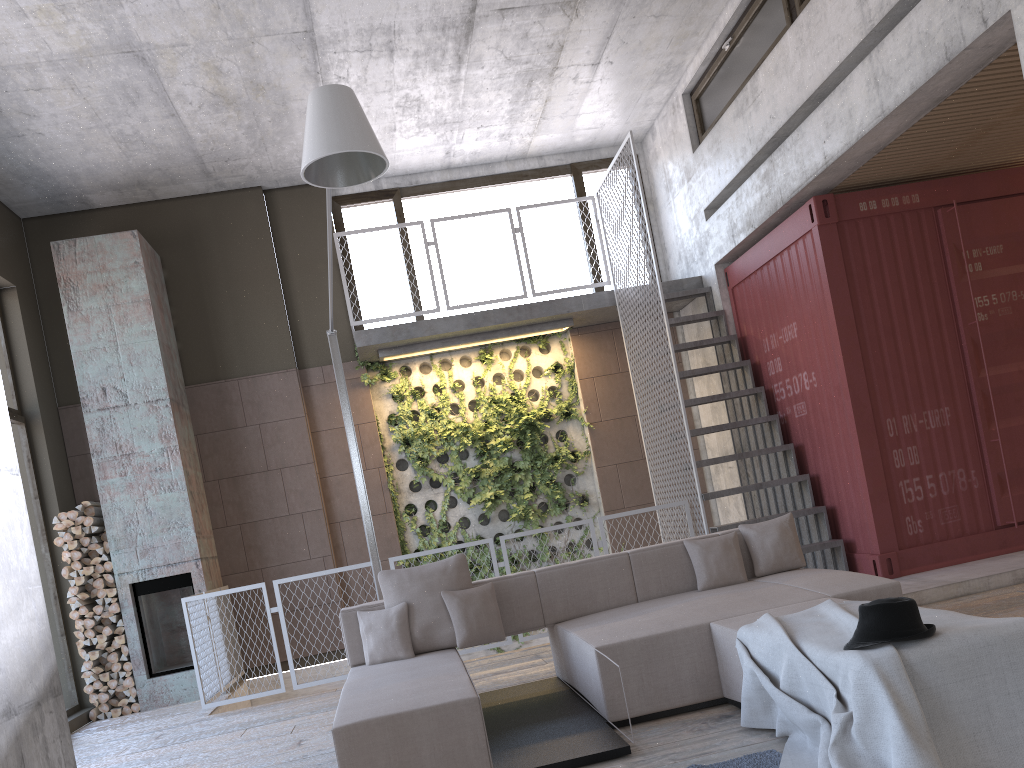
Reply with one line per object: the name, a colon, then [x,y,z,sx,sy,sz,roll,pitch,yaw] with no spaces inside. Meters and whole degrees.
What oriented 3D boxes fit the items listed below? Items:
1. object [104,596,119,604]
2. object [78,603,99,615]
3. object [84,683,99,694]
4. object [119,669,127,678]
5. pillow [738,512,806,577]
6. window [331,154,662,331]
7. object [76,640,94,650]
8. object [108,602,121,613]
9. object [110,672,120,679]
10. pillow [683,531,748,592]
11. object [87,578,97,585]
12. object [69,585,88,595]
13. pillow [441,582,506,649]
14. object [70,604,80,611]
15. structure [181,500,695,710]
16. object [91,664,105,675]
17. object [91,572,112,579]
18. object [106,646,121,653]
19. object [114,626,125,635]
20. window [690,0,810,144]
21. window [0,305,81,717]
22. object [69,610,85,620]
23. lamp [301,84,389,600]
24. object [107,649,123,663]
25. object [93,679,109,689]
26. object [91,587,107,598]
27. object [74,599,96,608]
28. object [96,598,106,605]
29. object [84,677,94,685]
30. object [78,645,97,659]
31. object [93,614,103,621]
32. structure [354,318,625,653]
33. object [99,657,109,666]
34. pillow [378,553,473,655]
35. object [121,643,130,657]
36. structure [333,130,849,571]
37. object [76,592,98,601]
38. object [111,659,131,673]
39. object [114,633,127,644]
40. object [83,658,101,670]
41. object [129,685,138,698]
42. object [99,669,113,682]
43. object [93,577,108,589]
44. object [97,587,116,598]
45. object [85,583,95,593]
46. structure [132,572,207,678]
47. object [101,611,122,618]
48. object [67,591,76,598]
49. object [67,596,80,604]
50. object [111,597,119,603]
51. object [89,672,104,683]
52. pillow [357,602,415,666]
object: [-3.848,2.087,8.519,0.067,0.066,0.428,-10,-8,-8]
object: [-4.076,2.175,8.504,0.090,0.088,0.461,-10,-8,-8]
object: [-4.020,2.919,8.490,0.091,0.091,0.443,-10,-8,-8]
object: [-3.713,2.788,8.520,0.067,0.066,0.428,-10,-8,-8]
pillow: [1.692,1.043,5.682,0.362,0.365,0.189,-11,-2,-3]
window: [-0.127,-1.491,9.961,3.553,1.744,0.110,-10,0,-8]
object: [-4.106,2.495,8.498,0.079,0.106,0.442,-10,-8,-9]
object: [-3.778,2.140,8.418,0.100,0.102,0.297,-10,-7,-10]
object: [-3.792,2.804,8.510,0.067,0.066,0.428,-10,-8,-8]
pillow: [1.318,1.141,5.611,0.369,0.357,0.188,-10,-2,-8]
object: [-4.016,1.898,8.489,0.064,0.074,0.364,-10,-8,-7]
object: [-4.138,1.979,8.465,0.090,0.088,0.461,-10,-8,-7]
pillow: [-0.219,1.394,5.284,0.372,0.370,0.172,-8,-3,-35]
object: [-4.144,2.145,8.475,0.066,0.084,0.430,-11,-8,-7]
structure: [-0.621,2.029,8.492,4.411,0.929,1.952,-10,-7,-8]
object: [-3.949,2.750,8.513,0.114,0.079,0.441,-10,-8,-8]
object: [-3.961,1.845,8.472,0.088,0.056,0.337,-10,-8,-8]
object: [-3.826,2.546,8.473,0.088,0.056,0.337,-10,-8,-8]
object: [-3.757,2.385,8.546,0.114,0.079,0.441,-10,-8,-10]
window: [2.381,-3.343,4.638,0.113,0.602,8.555,-11,-8,-9]
window: [-3.964,0.328,3.963,0.208,4.133,9.337,-11,-7,-11]
object: [-4.154,2.218,8.489,0.091,0.091,0.443,-10,-8,-8]
lamp: [-0.813,0.426,5.504,0.749,3.407,2.668,-11,-3,-21]
object: [-3.803,2.614,8.443,0.098,0.106,0.298,-10,-7,-10]
object: [-3.941,2.876,8.506,0.090,0.088,0.461,-10,-8,-8]
object: [-3.988,2.022,8.535,0.101,0.086,0.367,-10,-8,-8]
object: [-4.081,2.089,8.400,0.071,0.072,0.428,-10,-8,-8]
object: [-3.926,2.103,8.508,0.067,0.066,0.428,-10,-8,-8]
object: [-4.010,2.846,8.476,0.066,0.084,0.430,-11,-8,-7]
object: [-4.101,2.598,8.507,0.070,0.117,0.369,-11,-7,-9]
object: [-3.959,2.246,8.489,0.064,0.074,0.364,-10,-8,-11]
structure: [-0.141,1.101,9.625,2.618,3.805,1.011,-11,0,-8]
object: [-3.925,2.681,8.562,0.103,0.101,0.296,-10,-7,-8]
pillow: [-0.503,1.354,5.353,0.562,0.555,0.222,-10,-1,-6]
object: [-3.686,2.558,8.492,0.063,0.124,0.368,-11,-7,-8]
structure: [0.470,0.251,8.592,3.670,4.295,3.066,-10,-3,-8]
object: [-4.083,2.049,8.511,0.114,0.079,0.441,-10,-8,-8]
object: [-3.771,2.720,8.521,0.092,0.092,0.443,-10,-8,-8]
object: [-3.731,2.458,8.523,0.093,0.083,0.486,-10,-8,-8]
object: [-4.004,2.681,8.467,0.090,0.088,0.461,-10,-8,-7]
object: [-3.611,2.952,8.493,0.063,0.124,0.368,-11,-7,-8]
object: [-3.867,2.806,8.498,0.093,0.083,0.486,-10,-8,-8]
object: [-3.937,1.913,8.442,0.098,0.106,0.298,-10,-7,-10]
object: [-3.906,2.019,8.519,0.092,0.092,0.443,-10,-8,-8]
object: [-4.060,1.980,8.561,0.103,0.101,0.296,-10,-7,-8]
structure: [-3.281,2.321,8.466,0.574,0.924,0.057,-11,0,-8]
object: [-3.862,2.215,8.498,0.121,0.067,0.368,-10,-8,-8]
object: [-4.197,2.013,8.487,0.067,0.070,0.429,-10,-8,-8]
object: [-4.171,2.074,8.461,0.121,0.067,0.369,-10,-8,-10]
object: [-3.784,2.066,8.418,0.062,0.047,0.254,-10,-8,-10]
object: [-3.946,2.790,8.401,0.071,0.072,0.428,-10,-8,-8]
pillow: [-0.762,1.524,5.284,0.373,0.375,0.150,-13,-2,25]
